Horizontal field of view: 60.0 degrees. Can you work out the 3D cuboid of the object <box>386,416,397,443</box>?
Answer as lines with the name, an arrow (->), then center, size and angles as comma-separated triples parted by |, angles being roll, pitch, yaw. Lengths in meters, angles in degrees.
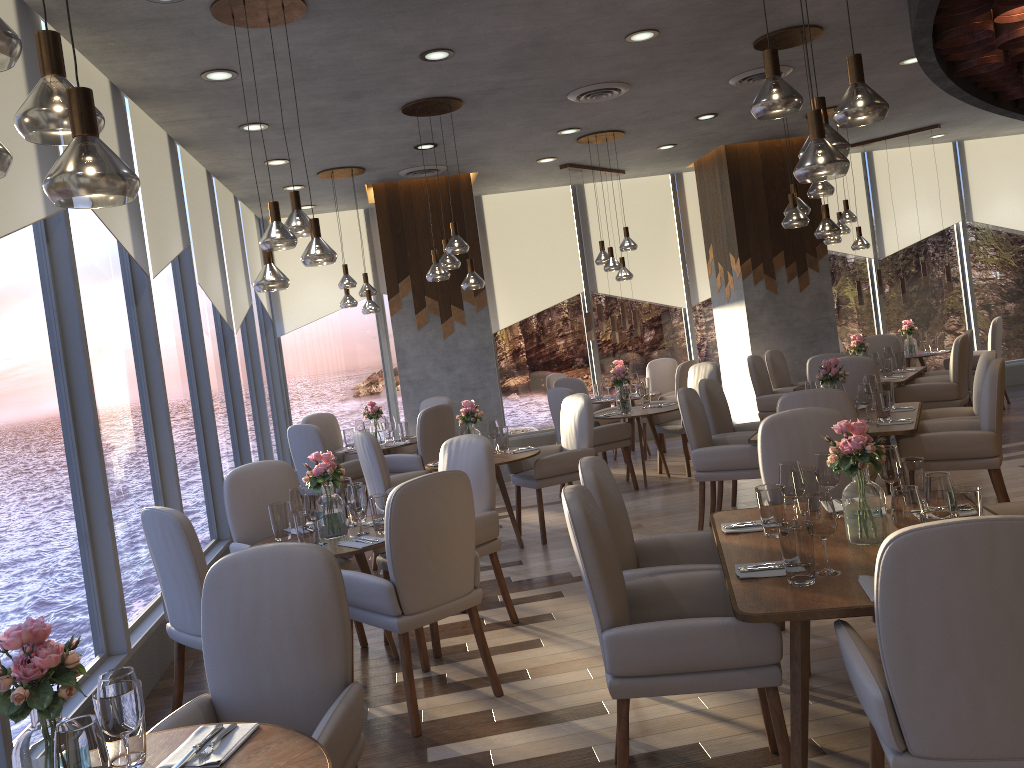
object -> -1.103, 0.423, 8.143 | 0.092, 0.244, 0.092 | -8, 2, -26

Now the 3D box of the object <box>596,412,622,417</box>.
object -> 0.902, 0.273, 8.074 | 0.255, 0.019, 0.157 | -10, 4, -33

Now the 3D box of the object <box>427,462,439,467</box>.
object -> -0.468, 0.553, 6.318 | 0.255, 0.019, 0.157 | -9, 3, -24

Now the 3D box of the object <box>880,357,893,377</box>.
object -> 3.439, -0.152, 8.124 | 0.102, 0.178, 0.102 | -8, 2, -17

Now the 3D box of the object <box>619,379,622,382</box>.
object -> 1.161, 0.037, 9.647 | 0.092, 0.244, 0.092 | -9, 2, -33

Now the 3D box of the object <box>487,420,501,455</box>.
object -> -0.129, 0.387, 6.455 | 0.092, 0.244, 0.092 | -9, 2, -42

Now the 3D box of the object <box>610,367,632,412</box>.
object -> 1.021, 0.048, 8.245 | 0.209, 0.415, 0.198 | -6, 2, 41

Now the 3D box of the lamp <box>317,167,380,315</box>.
lamp -> -1.484, -1.291, 8.166 | 0.440, 1.325, 0.438 | -9, 2, -40

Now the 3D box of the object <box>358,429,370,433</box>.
object -> -1.312, 0.496, 7.923 | 0.102, 0.178, 0.102 | -7, 2, 10

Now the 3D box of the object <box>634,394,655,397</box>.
object -> 1.418, 0.120, 9.594 | 0.254, 0.019, 0.158 | -5, 4, 40

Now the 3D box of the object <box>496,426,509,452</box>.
object -> -0.070, 0.407, 6.550 | 0.102, 0.178, 0.102 | -7, 2, 14

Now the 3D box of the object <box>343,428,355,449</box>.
object -> -1.508, 0.506, 8.219 | 0.102, 0.178, 0.102 | -7, 2, 4

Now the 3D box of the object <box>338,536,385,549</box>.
object -> -0.688, 0.710, 4.031 | 0.158, 0.019, 0.254 | -10, 4, -42

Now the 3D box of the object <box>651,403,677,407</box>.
object -> 1.394, 0.197, 8.260 | 0.255, 0.019, 0.157 | -10, 4, -31

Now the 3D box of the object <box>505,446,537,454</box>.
object -> 0.047, 0.479, 6.424 | 0.255, 0.019, 0.157 | -9, 3, -22

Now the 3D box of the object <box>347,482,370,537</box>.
object -> -0.727, 0.592, 4.192 | 0.092, 0.244, 0.092 | -7, 2, 28

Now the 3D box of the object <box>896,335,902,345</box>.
object -> 4.509, -0.448, 10.347 | 0.092, 0.244, 0.092 | -7, 2, 16

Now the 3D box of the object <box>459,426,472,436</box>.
object -> -0.321, 0.422, 6.285 | 0.092, 0.244, 0.092 | -8, 2, -21

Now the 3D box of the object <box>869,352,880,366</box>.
object -> 3.327, -0.170, 8.123 | 0.092, 0.244, 0.092 | -8, 2, -11

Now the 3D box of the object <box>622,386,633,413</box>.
object -> 1.051, 0.140, 8.067 | 0.092, 0.244, 0.092 | -8, 2, -13

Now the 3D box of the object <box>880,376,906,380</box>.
object -> 3.396, -0.057, 7.968 | 0.254, 0.019, 0.158 | -5, 4, 37

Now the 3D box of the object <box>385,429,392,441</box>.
object -> -1.188, 0.451, 8.436 | 0.102, 0.178, 0.102 | -7, 2, 19

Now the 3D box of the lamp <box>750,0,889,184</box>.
lamp -> 0.959, -1.325, 2.932 | 0.438, 1.325, 0.440 | -7, 2, 32

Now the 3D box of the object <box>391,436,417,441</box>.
object -> -1.028, 0.514, 8.366 | 0.157, 0.019, 0.256 | -5, 4, 43

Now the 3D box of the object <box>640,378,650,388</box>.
object -> 1.469, 0.024, 9.746 | 0.102, 0.178, 0.102 | -8, 2, -4

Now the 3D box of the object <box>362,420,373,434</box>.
object -> -1.303, 0.456, 8.031 | 0.092, 0.244, 0.092 | -8, 2, -26

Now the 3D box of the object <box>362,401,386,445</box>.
object -> -1.271, 0.357, 8.175 | 0.197, 0.415, 0.210 | -7, 2, 30

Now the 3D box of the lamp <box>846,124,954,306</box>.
lamp -> 4.435, -1.892, 10.251 | 1.159, 1.930, 0.118 | -6, 2, 38

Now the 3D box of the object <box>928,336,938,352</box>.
object -> 4.889, -0.462, 10.286 | 0.102, 0.178, 0.102 | -8, 2, -22

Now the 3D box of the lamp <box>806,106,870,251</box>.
lamp -> 3.089, -1.912, 8.383 | 0.440, 1.325, 0.439 | -8, 2, -22

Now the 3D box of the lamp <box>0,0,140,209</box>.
lamp -> -1.023, -0.993, 1.717 | 0.439, 1.325, 0.439 | -8, 2, -8

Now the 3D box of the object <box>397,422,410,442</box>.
object -> -0.990, 0.441, 8.140 | 0.102, 0.178, 0.102 | -9, 2, -35

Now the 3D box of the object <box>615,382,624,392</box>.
object -> 1.164, 0.076, 9.539 | 0.102, 0.178, 0.102 | -8, 2, -26

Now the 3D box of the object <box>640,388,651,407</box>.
object -> 1.259, 0.129, 8.368 | 0.102, 0.178, 0.102 | -8, 2, -15

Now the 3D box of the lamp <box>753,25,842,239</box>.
lamp -> 1.890, -1.609, 5.812 | 0.439, 1.325, 0.439 | -8, 1, -2

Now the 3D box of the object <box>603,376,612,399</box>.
object -> 1.064, 0.040, 9.827 | 0.092, 0.244, 0.092 | -8, 2, -29

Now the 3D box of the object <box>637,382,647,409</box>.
object -> 1.215, 0.107, 8.265 | 0.092, 0.244, 0.092 | -6, 2, 39

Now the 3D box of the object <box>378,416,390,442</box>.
object -> -1.204, 0.426, 8.326 | 0.092, 0.244, 0.092 | -7, 2, 23

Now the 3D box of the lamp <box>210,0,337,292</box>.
lamp -> -1.108, -1.120, 4.205 | 0.440, 1.325, 0.439 | -8, 2, -14

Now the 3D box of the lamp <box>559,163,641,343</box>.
lamp -> 1.023, -1.409, 9.744 | 0.118, 1.930, 1.164 | -7, 2, 38

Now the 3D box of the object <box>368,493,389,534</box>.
object -> -0.616, 0.612, 4.172 | 0.102, 0.178, 0.102 | -6, 2, 44

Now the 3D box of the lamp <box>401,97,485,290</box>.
lamp -> -0.482, -1.322, 6.328 | 0.439, 1.325, 0.439 | -8, 1, -5

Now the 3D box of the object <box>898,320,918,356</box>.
object -> 4.579, -0.535, 10.201 | 0.198, 0.415, 0.210 | -9, 2, -29

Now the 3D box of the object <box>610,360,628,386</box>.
object -> 1.203, -0.064, 9.814 | 0.210, 0.415, 0.198 | -7, 2, 6

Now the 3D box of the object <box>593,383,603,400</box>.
object -> 0.960, 0.087, 9.825 | 0.102, 0.178, 0.102 | -7, 2, 32

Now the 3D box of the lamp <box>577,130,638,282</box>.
lamp -> 0.899, -1.606, 8.128 | 0.439, 1.325, 0.440 | -8, 1, 0

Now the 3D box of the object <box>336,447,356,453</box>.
object -> -1.449, 0.590, 8.000 | 0.157, 0.019, 0.256 | -5, 4, 44

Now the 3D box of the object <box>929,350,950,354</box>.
object -> 4.860, -0.369, 10.127 | 0.254, 0.019, 0.158 | -6, 4, 32

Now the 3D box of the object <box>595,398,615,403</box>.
object -> 1.020, 0.172, 9.597 | 0.157, 0.019, 0.256 | -5, 4, 38

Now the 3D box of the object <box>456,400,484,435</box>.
object -> -0.295, 0.321, 6.482 | 0.198, 0.415, 0.210 | -9, 2, -34

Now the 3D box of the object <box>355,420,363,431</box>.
object -> -1.404, 0.459, 8.217 | 0.092, 0.244, 0.092 | -8, 2, -5

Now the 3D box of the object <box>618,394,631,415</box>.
object -> 1.018, 0.183, 7.965 | 0.102, 0.178, 0.102 | -8, 2, -27

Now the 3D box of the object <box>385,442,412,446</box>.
object -> -1.040, 0.537, 7.987 | 0.254, 0.019, 0.158 | -5, 4, 39

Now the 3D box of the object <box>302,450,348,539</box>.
object -> -0.885, 0.524, 4.247 | 0.210, 0.415, 0.198 | -8, 2, -9

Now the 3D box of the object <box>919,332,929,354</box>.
object -> 4.777, -0.480, 10.276 | 0.092, 0.244, 0.092 | -8, 2, -16

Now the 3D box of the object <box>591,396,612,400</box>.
object -> 1.022, 0.151, 9.985 | 0.254, 0.019, 0.158 | -5, 4, 36

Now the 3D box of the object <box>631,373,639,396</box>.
object -> 1.356, 0.006, 9.751 | 0.092, 0.244, 0.092 | -6, 2, 42
